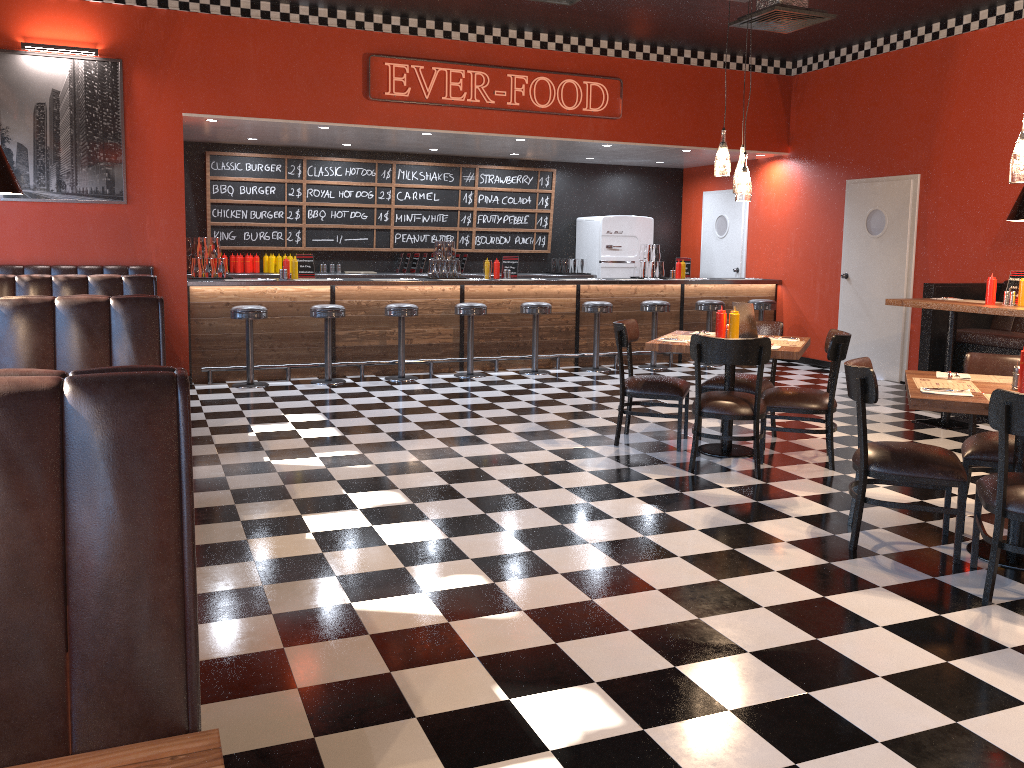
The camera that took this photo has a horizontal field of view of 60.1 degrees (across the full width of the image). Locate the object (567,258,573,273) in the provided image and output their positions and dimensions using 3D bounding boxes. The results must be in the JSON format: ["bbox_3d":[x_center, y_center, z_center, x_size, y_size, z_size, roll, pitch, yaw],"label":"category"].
[{"bbox_3d":[0.823,-1.659,12.449,0.105,0.208,0.106,4,8,22],"label":"object"}]

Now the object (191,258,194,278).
[{"bbox_3d":[-3.216,-1.181,9.032,0.105,0.208,0.106,-4,9,-37],"label":"object"}]

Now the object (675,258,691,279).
[{"bbox_3d":[2.161,-1.464,11.192,0.188,0.256,0.072,3,7,12],"label":"object"}]

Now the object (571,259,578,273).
[{"bbox_3d":[0.843,-1.591,12.022,0.105,0.208,0.106,4,8,22],"label":"object"}]

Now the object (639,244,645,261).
[{"bbox_3d":[1.627,-1.625,10.978,0.105,0.208,0.106,4,8,22],"label":"object"}]

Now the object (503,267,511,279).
[{"bbox_3d":[-0.054,-1.266,10.119,0.094,0.135,0.047,5,8,27],"label":"object"}]

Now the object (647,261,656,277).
[{"bbox_3d":[1.720,-1.406,10.932,0.105,0.208,0.106,4,8,22],"label":"object"}]

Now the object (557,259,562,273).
[{"bbox_3d":[0.680,-1.628,12.240,0.105,0.208,0.106,4,8,22],"label":"object"}]

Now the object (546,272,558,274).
[{"bbox_3d":[0.712,-1.547,12.335,0.437,0.018,0.274,-3,10,-22],"label":"object"}]

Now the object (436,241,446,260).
[{"bbox_3d":[-0.794,-1.489,9.884,0.105,0.208,0.106,4,8,22],"label":"object"}]

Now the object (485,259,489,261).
[{"bbox_3d":[-0.285,-1.323,10.128,0.068,0.236,0.068,0,7,-10],"label":"object"}]

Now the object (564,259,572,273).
[{"bbox_3d":[0.750,-1.578,11.931,0.105,0.208,0.106,4,8,22],"label":"object"}]

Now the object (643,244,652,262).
[{"bbox_3d":[1.665,-1.612,10.896,0.105,0.208,0.106,4,8,22],"label":"object"}]

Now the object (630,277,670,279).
[{"bbox_3d":[1.710,-1.320,11.005,0.437,0.018,0.274,-3,10,-22],"label":"object"}]

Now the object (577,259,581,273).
[{"bbox_3d":[0.930,-1.606,12.125,0.105,0.208,0.106,4,8,22],"label":"object"}]

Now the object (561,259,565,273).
[{"bbox_3d":[0.720,-1.595,12.035,0.105,0.208,0.106,4,8,22],"label":"object"}]

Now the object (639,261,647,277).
[{"bbox_3d":[1.615,-1.403,10.900,0.105,0.208,0.106,4,8,22],"label":"object"}]

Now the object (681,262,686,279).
[{"bbox_3d":[2.130,-1.433,11.054,0.068,0.236,0.068,6,8,36],"label":"object"}]

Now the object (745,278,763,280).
[{"bbox_3d":[3.067,-1.342,11.271,0.157,0.019,0.256,-1,9,-12],"label":"object"}]

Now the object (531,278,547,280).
[{"bbox_3d":[0.305,-1.193,10.061,0.157,0.019,0.256,0,9,-7],"label":"object"}]

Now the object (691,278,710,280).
[{"bbox_3d":[2.316,-1.305,10.963,0.157,0.019,0.256,-4,10,-27],"label":"object"}]

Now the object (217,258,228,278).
[{"bbox_3d":[-2.940,-1.173,9.007,0.105,0.208,0.106,-4,9,-37],"label":"object"}]

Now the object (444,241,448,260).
[{"bbox_3d":[-0.728,-1.509,10.019,0.105,0.208,0.106,4,8,22],"label":"object"}]

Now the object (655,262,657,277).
[{"bbox_3d":[1.781,-1.428,11.075,0.105,0.208,0.106,4,8,22],"label":"object"}]

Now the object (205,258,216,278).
[{"bbox_3d":[-3.056,-1.168,8.967,0.105,0.208,0.106,-4,9,-37],"label":"object"}]

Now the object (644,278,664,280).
[{"bbox_3d":[1.695,-1.269,10.678,0.157,0.019,0.256,-4,10,-26],"label":"object"}]

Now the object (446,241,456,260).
[{"bbox_3d":[-0.681,-1.493,9.918,0.105,0.208,0.106,4,8,22],"label":"object"}]

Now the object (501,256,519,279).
[{"bbox_3d":[-0.022,-1.342,10.213,0.188,0.256,0.072,3,7,12],"label":"object"}]

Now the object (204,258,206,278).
[{"bbox_3d":[-3.105,-1.185,9.065,0.105,0.208,0.106,-4,9,-37],"label":"object"}]

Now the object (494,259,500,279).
[{"bbox_3d":[-0.175,-1.323,10.138,0.068,0.236,0.068,0,7,-10],"label":"object"}]

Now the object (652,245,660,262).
[{"bbox_3d":[1.779,-1.615,10.930,0.105,0.208,0.106,4,8,22],"label":"object"}]

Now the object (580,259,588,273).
[{"bbox_3d":[0.981,-1.589,12.022,0.105,0.208,0.106,4,8,22],"label":"object"}]

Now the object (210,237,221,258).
[{"bbox_3d":[-2.997,-1.377,8.965,0.105,0.208,0.106,-4,9,-37],"label":"object"}]

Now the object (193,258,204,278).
[{"bbox_3d":[-3.161,-1.165,8.935,0.105,0.208,0.106,-4,9,-37],"label":"object"}]

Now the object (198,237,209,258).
[{"bbox_3d":[-3.111,-1.374,8.931,0.105,0.208,0.106,-4,9,-37],"label":"object"}]

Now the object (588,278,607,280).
[{"bbox_3d":[0.986,-1.233,10.381,0.157,0.019,0.256,-3,10,-22],"label":"object"}]

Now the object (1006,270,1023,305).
[{"bbox_3d":[3.856,-0.731,6.734,0.072,0.256,0.189,-3,8,-31],"label":"object"}]

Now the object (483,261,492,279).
[{"bbox_3d":[-0.276,-1.283,9.968,0.105,0.208,0.106,4,8,22],"label":"object"}]

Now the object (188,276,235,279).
[{"bbox_3d":[-3.066,-1.083,9.040,0.437,0.018,0.274,-3,10,-22],"label":"object"}]

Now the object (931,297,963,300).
[{"bbox_3d":[3.577,-0.706,7.311,0.255,0.019,0.158,-3,10,-25],"label":"object"}]

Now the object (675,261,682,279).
[{"bbox_3d":[2.066,-1.423,10.987,0.068,0.236,0.068,2,7,8],"label":"object"}]

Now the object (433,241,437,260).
[{"bbox_3d":[-0.833,-1.503,9.966,0.105,0.208,0.106,4,8,22],"label":"object"}]

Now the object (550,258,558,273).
[{"bbox_3d":[0.581,-1.641,12.313,0.105,0.208,0.106,4,8,22],"label":"object"}]

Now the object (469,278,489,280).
[{"bbox_3d":[-0.374,-1.163,9.809,0.157,0.019,0.256,-4,10,-26],"label":"object"}]

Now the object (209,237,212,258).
[{"bbox_3d":[-3.045,-1.394,9.066,0.105,0.208,0.106,-4,9,-37],"label":"object"}]

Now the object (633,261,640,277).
[{"bbox_3d":[1.560,-1.419,10.997,0.105,0.208,0.106,4,8,22],"label":"object"}]

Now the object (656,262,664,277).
[{"bbox_3d":[1.836,-1.411,10.972,0.105,0.208,0.106,4,8,22],"label":"object"}]

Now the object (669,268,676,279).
[{"bbox_3d":[2.014,-1.385,11.075,0.094,0.135,0.047,-3,8,-27],"label":"object"}]

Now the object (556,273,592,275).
[{"bbox_3d":[0.835,-1.501,12.059,0.437,0.018,0.274,-3,10,-22],"label":"object"}]

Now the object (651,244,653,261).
[{"bbox_3d":[1.731,-1.632,11.031,0.105,0.208,0.106,4,8,22],"label":"object"}]

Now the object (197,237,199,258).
[{"bbox_3d":[-3.149,-1.387,9.013,0.105,0.208,0.106,-4,9,-37],"label":"object"}]

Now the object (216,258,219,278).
[{"bbox_3d":[-2.995,-1.190,9.111,0.105,0.208,0.106,-4,9,-37],"label":"object"}]

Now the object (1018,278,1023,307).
[{"bbox_3d":[3.781,-0.692,6.541,0.068,0.236,0.068,7,9,42],"label":"object"}]

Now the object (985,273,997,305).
[{"bbox_3d":[3.623,-0.719,6.697,0.068,0.236,0.068,7,9,42],"label":"object"}]
